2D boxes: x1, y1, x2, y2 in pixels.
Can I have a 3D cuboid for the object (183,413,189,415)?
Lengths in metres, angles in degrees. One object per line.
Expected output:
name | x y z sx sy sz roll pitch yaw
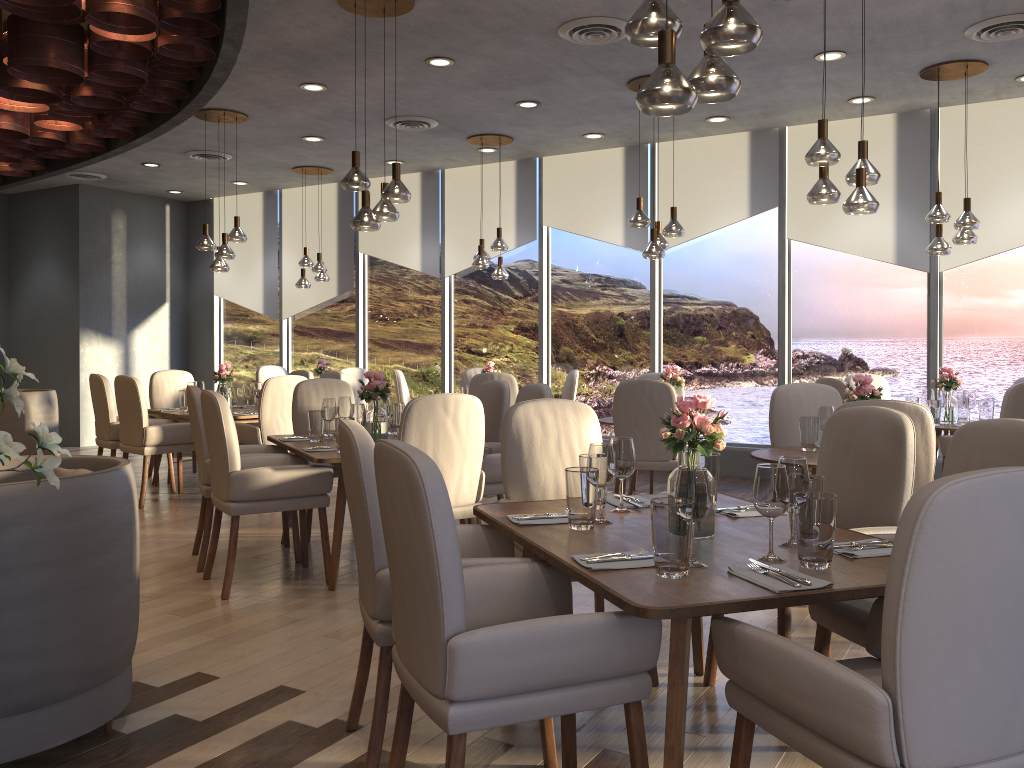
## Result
object | -2.531 0.237 7.215 0.255 0.019 0.157 -2 3 -42

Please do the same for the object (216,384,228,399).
object | -2.366 0.124 7.237 0.092 0.244 0.092 -1 1 -40

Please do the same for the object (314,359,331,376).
object | -2.148 -0.073 10.039 0.198 0.415 0.210 -1 1 -37

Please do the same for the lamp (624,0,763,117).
lamp | 0.517 -1.428 2.554 0.439 1.326 0.439 0 1 16

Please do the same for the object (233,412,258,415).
object | -2.168 0.237 7.221 0.255 0.019 0.157 2 3 44

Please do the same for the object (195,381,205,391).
object | -2.766 0.098 7.851 0.092 0.244 0.092 -1 1 -38

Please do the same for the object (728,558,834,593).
object | 0.617 0.447 2.096 0.157 0.019 0.255 -1 2 -19

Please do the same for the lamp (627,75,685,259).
lamp | 1.087 -1.597 6.667 0.439 1.326 0.439 0 1 33

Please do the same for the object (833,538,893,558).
object | 0.925 0.436 2.372 0.255 0.019 0.157 -1 2 -17

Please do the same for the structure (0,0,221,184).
structure | -3.178 -2.058 4.935 2.755 0.556 9.458 -1 3 -30

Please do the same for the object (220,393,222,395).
object | -2.387 0.161 7.130 0.102 0.178 0.102 0 1 4

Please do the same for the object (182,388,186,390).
object | -2.873 0.130 7.874 0.102 0.178 0.102 0 1 25

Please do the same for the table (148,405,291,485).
table | -2.475 0.562 7.628 0.965 0.665 1.307 -2 3 -43

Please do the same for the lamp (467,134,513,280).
lamp | -0.208 -1.671 8.467 0.439 1.326 0.439 0 1 24

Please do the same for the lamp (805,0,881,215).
lamp | 1.663 -1.506 4.462 0.439 1.326 0.439 1 1 38

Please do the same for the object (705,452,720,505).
object | 0.666 0.328 3.057 0.102 0.178 0.102 0 1 -11

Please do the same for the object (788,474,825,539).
object | 0.830 0.350 2.508 0.102 0.178 0.102 0 1 -11

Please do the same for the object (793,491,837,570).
object | 0.750 0.363 2.195 0.102 0.178 0.102 0 1 -23

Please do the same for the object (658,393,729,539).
object | 0.524 0.233 2.566 0.210 0.415 0.198 0 1 8

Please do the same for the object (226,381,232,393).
object | -2.571 0.092 7.995 0.092 0.244 0.092 0 1 21

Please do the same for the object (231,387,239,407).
object | -2.553 0.121 8.103 0.102 0.178 0.102 -1 1 -37

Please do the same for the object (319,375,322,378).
object | -2.109 0.018 9.884 0.092 0.244 0.092 0 1 22

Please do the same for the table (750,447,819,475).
table | 1.634 0.693 4.481 0.834 0.662 0.834 0 2 5

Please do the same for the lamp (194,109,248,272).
lamp | -2.486 -1.635 7.592 0.439 1.326 0.439 0 1 -21

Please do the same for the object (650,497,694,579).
object | 0.381 0.366 2.112 0.102 0.178 0.102 0 1 10

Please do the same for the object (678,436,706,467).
object | 0.601 0.299 2.968 0.092 0.244 0.092 0 1 31

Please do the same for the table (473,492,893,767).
table | 0.514 0.769 2.596 0.965 0.665 1.308 -1 2 -19

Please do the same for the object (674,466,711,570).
object | 0.447 0.330 2.198 0.092 0.244 0.092 0 1 26

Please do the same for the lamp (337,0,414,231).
lamp | -0.780 -1.532 5.086 0.439 1.326 0.439 0 1 36

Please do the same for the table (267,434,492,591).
table | -0.804 0.666 5.096 0.965 0.665 1.308 -1 2 -26

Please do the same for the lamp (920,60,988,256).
lamp | 3.157 -1.584 6.344 0.439 1.326 0.439 0 1 -2

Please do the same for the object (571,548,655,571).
object | 0.290 0.440 2.252 0.255 0.019 0.157 -1 2 -16

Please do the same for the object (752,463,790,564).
object | 0.660 0.328 2.256 0.092 0.244 0.092 -1 1 -39

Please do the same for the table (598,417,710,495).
table | 1.060 0.603 6.675 0.834 0.662 0.834 0 2 -10

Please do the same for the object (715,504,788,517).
object | 0.760 0.413 2.920 0.255 0.019 0.157 -1 2 -17

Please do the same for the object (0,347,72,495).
object | -1.144 0.342 1.413 0.788 1.616 0.746 1 1 37

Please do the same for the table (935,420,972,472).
table | 3.137 0.616 6.367 0.834 0.662 0.834 0 2 17

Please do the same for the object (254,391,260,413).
object | -2.093 0.151 7.369 0.102 0.178 0.102 -1 1 -40

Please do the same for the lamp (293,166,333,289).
lamp | -2.229 -1.730 9.922 0.439 1.326 0.439 0 1 30

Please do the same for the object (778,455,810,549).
object | 0.766 0.321 2.419 0.092 0.244 0.092 0 1 8

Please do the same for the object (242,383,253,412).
object | -2.201 0.118 7.383 0.092 0.244 0.092 -1 1 -43

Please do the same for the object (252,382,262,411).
object | -2.179 0.110 7.577 0.092 0.244 0.092 0 1 -24
